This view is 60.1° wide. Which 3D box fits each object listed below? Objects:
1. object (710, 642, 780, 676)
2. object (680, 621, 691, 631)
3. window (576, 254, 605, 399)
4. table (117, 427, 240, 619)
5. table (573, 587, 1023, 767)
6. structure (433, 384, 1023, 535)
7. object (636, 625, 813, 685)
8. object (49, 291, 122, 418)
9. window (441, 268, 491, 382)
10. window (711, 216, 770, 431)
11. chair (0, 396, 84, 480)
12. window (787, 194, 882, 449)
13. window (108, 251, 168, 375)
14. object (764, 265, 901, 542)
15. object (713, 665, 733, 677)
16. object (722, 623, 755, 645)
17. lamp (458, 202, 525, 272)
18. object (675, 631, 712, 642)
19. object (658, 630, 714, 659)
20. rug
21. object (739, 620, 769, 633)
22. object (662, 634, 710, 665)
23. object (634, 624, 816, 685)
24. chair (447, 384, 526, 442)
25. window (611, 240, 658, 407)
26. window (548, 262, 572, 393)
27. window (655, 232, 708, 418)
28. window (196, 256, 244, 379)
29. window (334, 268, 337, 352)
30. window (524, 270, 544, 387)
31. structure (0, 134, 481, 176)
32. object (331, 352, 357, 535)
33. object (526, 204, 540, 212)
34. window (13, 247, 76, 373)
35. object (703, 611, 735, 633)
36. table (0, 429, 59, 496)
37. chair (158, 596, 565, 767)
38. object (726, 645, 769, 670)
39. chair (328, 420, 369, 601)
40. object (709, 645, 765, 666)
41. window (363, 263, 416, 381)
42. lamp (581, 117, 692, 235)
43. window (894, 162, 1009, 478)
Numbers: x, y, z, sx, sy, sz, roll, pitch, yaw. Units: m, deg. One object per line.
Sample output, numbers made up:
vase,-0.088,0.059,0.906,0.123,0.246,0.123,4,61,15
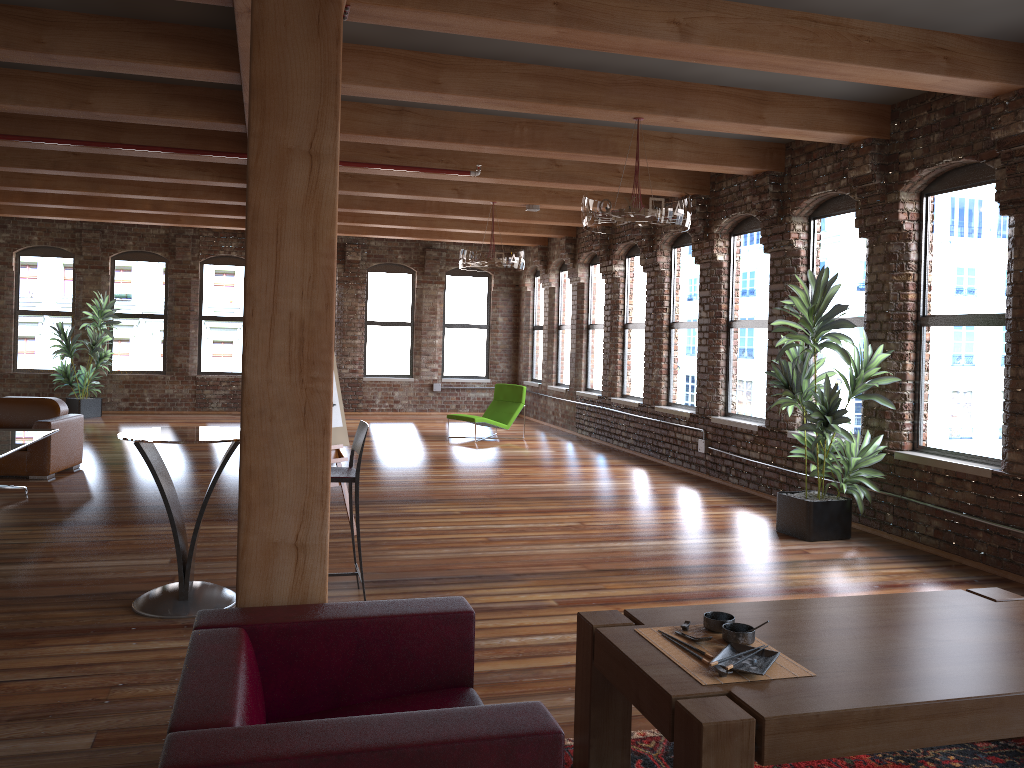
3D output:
object,0.676,0.799,2.561,0.154,0.018,0.213,3,3,30
object,0.557,0.780,2.846,0.018,0.021,0.059,2,3,26
window,1.276,-0.910,13.496,0.233,2.214,0.969,1,1,-16
table,-1.746,0.728,4.779,0.722,0.924,0.722,2,1,9
table,1.176,1.087,2.818,1.750,0.550,0.901,1,2,-15
structure,1.832,0.541,10.828,1.633,0.313,13.725,0,3,-22
object,0.622,0.802,2.666,0.332,0.003,0.471,1,3,-15
object,-7.098,-0.511,14.657,1.080,2.103,0.967,1,1,-37
window,-0.876,-1.150,17.123,0.968,2.218,0.219,1,0,-15
window,2.447,-0.664,9.257,0.232,2.214,0.969,1,1,-16
chair,-4.986,0.522,8.840,1.063,0.735,0.831,1,2,-5
window,2.840,-0.582,7.843,0.235,2.214,0.969,1,1,-16
window,-6.571,-1.254,15.616,0.968,2.169,0.086,1,0,-15
object,2.436,0.138,6.983,0.966,2.103,1.081,2,1,-2
object,0.585,0.800,2.457,0.018,0.021,0.059,1,3,-29
object,0.703,0.777,2.748,0.099,0.043,0.099,3,3,22
lamp,-0.235,-1.796,10.723,0.810,0.814,0.809,2,2,20
object,0.563,0.780,2.753,0.045,0.030,0.153,0,3,-31
object,0.527,0.793,2.709,0.007,0.008,0.270,1,3,-26
rug,1.125,1.358,2.800,2.461,0.009,1.345,1,3,-15
object,0.727,0.752,2.729,0.137,0.080,0.045,3,2,40
object,0.518,0.795,2.669,0.007,0.008,0.270,1,3,-20
object,0.623,0.802,2.667,0.352,0.001,0.470,1,3,-15
chair,-0.377,0.406,13.049,0.956,0.796,0.681,0,2,-40
window,1.665,-0.828,12.085,0.230,2.214,0.969,1,1,-16
window,0.884,-0.992,14.911,0.231,2.214,0.969,1,1,-16
window,2.058,-0.746,10.671,0.236,2.214,0.969,1,1,-16
window,-5.138,-1.202,15.942,0.968,2.227,0.221,1,0,-15
window,-3.726,-1.184,16.333,0.968,2.227,0.221,1,0,-15
window,0.487,-1.075,16.351,0.232,2.214,0.969,1,1,-16
structure,-3.573,-2.074,7.530,6.806,0.112,0.051,1,1,-15
object,-1.564,0.034,6.452,0.685,2.140,0.701,2,1,35
object,0.256,-2.170,10.893,0.145,0.072,0.147,1,2,-15
window,-8.009,-1.274,15.218,0.968,2.169,0.086,1,0,-15
object,0.669,0.771,2.861,0.099,0.043,0.099,2,3,10
table,-4.260,0.726,6.898,0.939,0.560,1.873,1,3,-15
chair,-0.443,1.039,2.390,0.865,0.592,1.072,1,2,-15
object,0.683,0.787,2.559,0.007,0.008,0.270,3,3,40
chair,-1.041,0.707,4.881,0.466,0.981,0.430,1,1,-15
object,0.658,0.786,2.571,0.270,0.008,0.007,-1,3,-41
window,-2.308,-1.169,16.727,0.968,2.218,0.219,1,0,-15
lamp,0.923,-1.553,6.532,0.810,0.814,0.809,2,2,27
window,3.231,-0.500,6.428,0.235,2.214,0.969,1,1,-16
